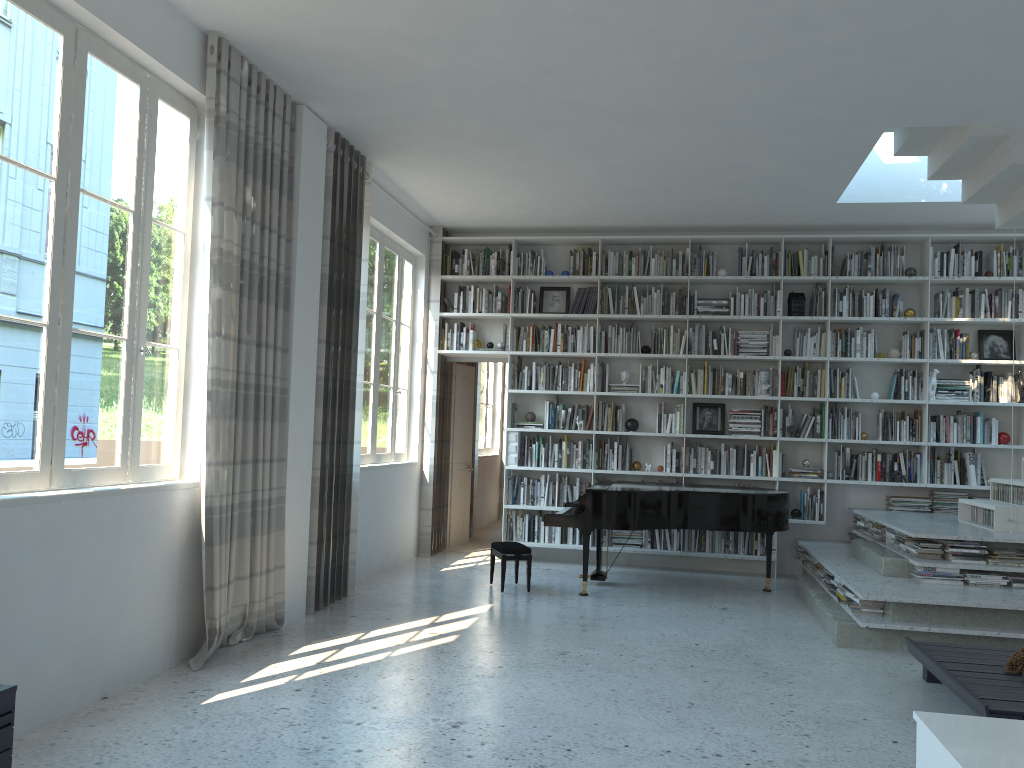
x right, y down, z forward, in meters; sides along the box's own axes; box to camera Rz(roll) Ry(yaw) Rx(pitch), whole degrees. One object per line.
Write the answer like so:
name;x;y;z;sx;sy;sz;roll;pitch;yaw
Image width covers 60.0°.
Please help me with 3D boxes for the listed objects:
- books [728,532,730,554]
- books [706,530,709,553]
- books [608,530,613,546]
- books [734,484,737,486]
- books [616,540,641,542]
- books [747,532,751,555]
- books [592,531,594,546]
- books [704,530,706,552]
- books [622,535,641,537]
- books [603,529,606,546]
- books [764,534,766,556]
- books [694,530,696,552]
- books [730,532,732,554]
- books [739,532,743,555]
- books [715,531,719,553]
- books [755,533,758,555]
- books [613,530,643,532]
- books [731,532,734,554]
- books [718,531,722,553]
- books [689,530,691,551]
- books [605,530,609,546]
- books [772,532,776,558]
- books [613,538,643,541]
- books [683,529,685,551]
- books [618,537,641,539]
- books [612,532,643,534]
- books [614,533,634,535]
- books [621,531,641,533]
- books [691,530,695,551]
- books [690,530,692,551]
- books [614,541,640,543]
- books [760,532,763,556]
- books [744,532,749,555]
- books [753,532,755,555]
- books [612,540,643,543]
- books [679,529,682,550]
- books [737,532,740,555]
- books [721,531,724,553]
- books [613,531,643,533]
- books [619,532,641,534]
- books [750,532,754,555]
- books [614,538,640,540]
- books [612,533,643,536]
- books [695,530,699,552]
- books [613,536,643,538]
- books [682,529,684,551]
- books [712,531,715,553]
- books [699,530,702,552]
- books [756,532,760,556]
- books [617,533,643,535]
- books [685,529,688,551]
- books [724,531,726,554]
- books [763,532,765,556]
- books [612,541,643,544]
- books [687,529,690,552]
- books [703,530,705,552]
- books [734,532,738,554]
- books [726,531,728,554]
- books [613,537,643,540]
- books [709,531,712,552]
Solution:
books;2.020;1.404;8.266;0.014;0.335;0.183;2;-3;11
books;1.826;1.463;8.297;0.028;0.206;0.175;2;-3;11
books;0.945;1.404;8.487;0.027;0.282;0.129;2;-3;11
books;2.072;1.079;8.228;0.012;0.285;0.159;2;-3;11
books;1.103;1.484;8.446;0.254;0.007;0.161;2;-3;7
books;2.201;1.417;8.225;0.013;0.317;0.186;2;-3;11
books;0.790;1.399;8.518;0.012;0.285;0.159;2;-3;11
books;1.812;1.440;8.326;0.012;0.255;0.150;2;-3;11
books;1.103;1.437;8.457;0.254;0.006;0.161;1;-3;11
books;0.891;1.428;8.486;0.023;0.231;0.164;2;-3;11
books;2.344;1.471;8.201;0.029;0.217;0.191;2;-3;11
books;1.721;1.396;8.332;0.012;0.337;0.144;2;-3;11
books;2.033;1.428;8.264;0.014;0.288;0.185;2;-3;11
books;2.125;1.469;8.242;0.029;0.210;0.170;2;-3;11
books;1.914;1.453;8.303;0.030;0.234;0.138;2;-3;11
books;2.259;1.483;8.230;0.024;0.191;0.155;2;-3;11
books;1.106;1.393;8.452;0.285;0.005;0.159;2;-3;8
books;2.054;1.442;8.275;0.024;0.262;0.131;2;-3;11
books;1.943;1.440;8.298;0.028;0.261;0.132;2;-3;11
books;1.676;1.394;8.349;0.014;0.340;0.140;2;-3;11
books;0.917;1.431;8.490;0.027;0.227;0.139;2;-3;11
books;2.390;1.443;8.137;0.038;0.269;0.277;2;-3;11
books;1.103;1.477;8.446;0.285;0.007;0.159;2;-3;7
books;1.625;1.444;8.363;0.010;0.237;0.134;2;-3;11
books;1.105;1.457;8.453;0.254;0.007;0.161;1;-3;12
books;1.103;1.415;8.456;0.285;0.005;0.159;2;-3;10
books;1.103;1.426;8.455;0.254;0.006;0.161;2;-3;10
books;1.106;1.399;8.449;0.254;0.006;0.161;1;-3;15
books;1.704;1.433;8.344;0.025;0.263;0.145;2;-3;11
books;1.689;1.436;8.357;0.010;0.258;0.131;2;-3;11
books;1.103;1.498;8.445;0.254;0.007;0.161;2;-3;7
books;2.307;1.466;8.224;0.028;0.227;0.162;2;-3;11
books;2.171;1.449;8.225;0.044;0.251;0.187;2;-3;11
books;2.241;1.448;8.225;0.011;0.258;0.171;2;-3;11
books;1.104;1.491;8.450;0.285;0.007;0.159;1;-3;13
books;1.589;1.444;8.374;0.021;0.237;0.115;2;-3;11
books;2.105;1.471;8.240;0.010;0.206;0.180;2;-3;11
books;1.968;1.470;8.290;0.024;0.203;0.144;2;-3;11
books;1.102;1.404;8.449;0.285;0.005;0.159;2;-3;7
books;1.104;1.410;8.458;0.254;0.006;0.161;1;-3;11
books;2.224;1.458;8.243;0.028;0.238;0.140;2;-3;11
books;1.104;1.470;8.453;0.254;0.007;0.161;1;-3;12
books;1.102;1.431;8.453;0.285;0.005;0.159;2;-3;9
books;1.743;1.410;8.328;0.034;0.311;0.170;2;-3;11
books;1.105;1.450;8.454;0.285;0.007;0.159;1;-3;12
books;1.613;1.436;8.362;0.012;0.254;0.161;2;-3;11
books;1.887;1.422;8.307;0.026;0.294;0.155;2;-3;11
books;1.772;1.443;8.332;0.022;0.246;0.144;2;-3;11
books;2.280;1.476;8.216;0.022;0.205;0.191;2;-3;11
books;1.103;1.420;8.456;0.285;0.005;0.159;1;-3;12
books;1.638;1.434;8.336;0.026;0.256;0.183;2;-3;11
books;1.985;1.429;8.276;0.013;0.285;0.185;2;-3;11
books;2.326;1.452;8.212;0.013;0.256;0.176;2;-3;11
books;1.102;1.504;8.442;0.285;0.007;0.159;1;-3;16
books;1.659;1.412;8.334;0.014;0.300;0.184;2;-3;11
books;1.801;1.429;8.328;0.012;0.276;0.154;2;-3;11
books;2.086;1.469;8.276;0.040;0.212;0.129;2;-3;11
books;2.002;1.465;8.275;0.022;0.212;0.167;2;-3;11
books;1.103;1.463;8.444;0.285;0.007;0.159;2;-3;6
books;1.860;1.471;8.321;0.030;0.196;0.143;2;-3;11
